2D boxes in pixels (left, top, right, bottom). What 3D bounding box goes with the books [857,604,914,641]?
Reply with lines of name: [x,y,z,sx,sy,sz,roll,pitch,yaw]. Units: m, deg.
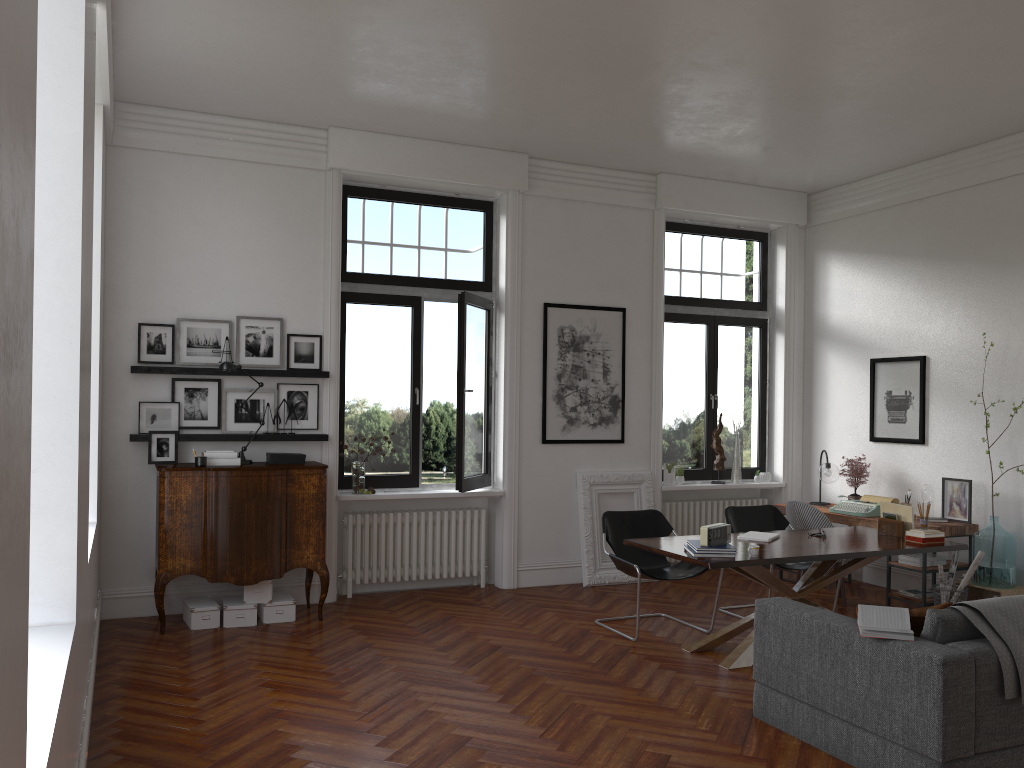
books: [1.754,1.116,4.172,0.225,0.096,0.279,0,-1,18]

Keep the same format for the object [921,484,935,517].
object: [3.657,1.033,7.792,0.111,0.302,0.111,1,0,13]

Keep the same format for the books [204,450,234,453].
books: [-2.255,0.517,6.820,0.200,0.014,0.179,1,-2,-24]

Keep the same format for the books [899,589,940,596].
books: [3.443,1.759,7.486,0.268,0.014,0.196,1,-1,-12]

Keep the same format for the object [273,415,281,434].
object: [-1.917,0.334,7.235,0.066,0.161,0.040,1,0,-24]

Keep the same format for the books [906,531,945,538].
books: [2.986,1.081,6.406,0.207,0.028,0.164,1,-2,-26]

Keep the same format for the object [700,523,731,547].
object: [1.320,0.976,5.734,0.082,0.125,0.275,0,-1,40]

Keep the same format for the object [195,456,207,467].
object: [-2.311,0.580,6.587,0.091,0.077,0.091,0,-1,39]

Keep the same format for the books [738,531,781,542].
books: [1.805,1.113,6.466,0.231,0.026,0.325,0,-2,31]

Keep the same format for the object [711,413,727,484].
object: [2.158,0.669,9.257,0.165,0.753,0.143,1,0,19]

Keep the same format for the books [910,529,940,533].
books: [2.993,1.062,6.421,0.159,0.008,0.128,1,-1,-22]

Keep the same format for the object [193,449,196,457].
object: [-2.340,0.538,6.564,0.050,0.119,0.010,1,0,-21]

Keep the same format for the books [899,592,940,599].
books: [3.443,1.775,7.486,0.268,0.014,0.196,1,-2,-25]

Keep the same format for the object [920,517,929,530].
object: [3.002,1.013,6.456,0.058,0.091,0.058,1,-1,-37]

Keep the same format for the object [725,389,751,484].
object: [2.425,0.525,9.347,0.296,1.054,0.289,1,0,-21]

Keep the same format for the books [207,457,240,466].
books: [-2.260,0.597,6.835,0.294,0.057,0.229,1,-1,-24]

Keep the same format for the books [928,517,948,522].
books: [3.620,1.164,7.617,0.213,0.031,0.129,0,-1,14]

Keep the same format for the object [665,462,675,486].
object: [1.593,0.905,8.956,0.098,0.244,0.102,0,0,44]

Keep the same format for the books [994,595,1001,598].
books: [3.868,1.791,6.996,0.187,0.257,0.054,1,0,-23]

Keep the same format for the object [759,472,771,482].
object: [2.739,1.009,9.597,0.132,0.097,0.134,0,-1,36]

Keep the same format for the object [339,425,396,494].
object: [-1.235,0.663,7.824,0.317,0.599,0.542,0,-1,37]

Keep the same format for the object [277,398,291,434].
object: [-1.876,0.267,7.292,0.118,0.299,0.040,1,0,-24]

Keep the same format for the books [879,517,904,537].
books: [2.856,1.080,6.684,0.028,0.124,0.221,1,-1,-24]

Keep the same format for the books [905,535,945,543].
books: [2.980,1.115,6.398,0.215,0.040,0.159,1,-1,-22]

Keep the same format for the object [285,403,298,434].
object: [-1.824,0.287,7.345,0.110,0.262,0.040,1,0,-24]

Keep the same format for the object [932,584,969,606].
object: [3.513,1.781,7.111,0.261,0.305,0.261,0,-1,31]

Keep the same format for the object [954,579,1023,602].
object: [3.881,1.780,7.168,0.341,0.316,0.435,1,-1,-24]

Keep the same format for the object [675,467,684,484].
object: [1.735,0.940,9.139,0.097,0.185,0.099,1,0,-1]

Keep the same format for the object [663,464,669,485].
object: [1.571,0.921,9.040,0.051,0.213,0.051,1,0,11]

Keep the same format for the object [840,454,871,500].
object: [3.308,0.932,8.559,0.290,0.529,0.308,1,0,21]

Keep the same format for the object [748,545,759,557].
object: [1.535,1.065,5.654,0.082,0.065,0.064,1,-1,-3]

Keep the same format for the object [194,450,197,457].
object: [-2.344,0.545,6.589,0.046,0.139,0.010,1,0,-27]

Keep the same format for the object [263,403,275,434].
object: [-1.990,0.283,7.232,0.124,0.260,0.040,1,0,-24]

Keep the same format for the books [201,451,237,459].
books: [-2.261,0.546,6.841,0.239,0.044,0.254,1,-1,-24]

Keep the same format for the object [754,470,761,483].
object: [2.616,0.985,9.451,0.072,0.134,0.072,1,0,2]

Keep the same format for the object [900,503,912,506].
object: [3.553,1.132,7.998,0.058,0.113,0.075,1,-1,-24]

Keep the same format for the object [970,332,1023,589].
object: [4.034,0.595,7.045,0.354,2.058,0.807,1,0,-43]

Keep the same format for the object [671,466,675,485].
object: [1.641,0.935,9.045,0.051,0.188,0.051,1,0,11]

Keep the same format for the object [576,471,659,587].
object: [1.028,1.383,8.540,0.830,1.062,0.233,1,0,-24]

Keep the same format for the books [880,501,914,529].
books: [2.928,1.026,6.741,0.043,0.239,0.310,1,-1,-24]

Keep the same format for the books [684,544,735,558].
books: [1.278,1.085,5.758,0.264,0.027,0.347,1,-1,1]

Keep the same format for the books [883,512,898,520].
books: [2.881,1.060,6.742,0.041,0.157,0.128,1,-1,-24]

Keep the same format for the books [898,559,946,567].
books: [3.445,1.492,7.444,0.309,0.038,0.225,1,-1,-25]

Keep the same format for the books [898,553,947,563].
books: [3.450,1.457,7.455,0.309,0.038,0.225,1,-1,-24]

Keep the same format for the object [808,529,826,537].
object: [2.285,1.109,6.609,0.133,0.047,0.114,0,-1,29]

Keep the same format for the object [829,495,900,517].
object: [3.198,1.107,8.144,0.484,0.149,0.535,1,-1,-25]

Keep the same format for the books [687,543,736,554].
books: [1.290,1.063,5.749,0.250,0.017,0.344,1,-1,1]

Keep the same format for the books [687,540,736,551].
books: [1.291,1.046,5.749,0.250,0.017,0.344,1,-1,1]
